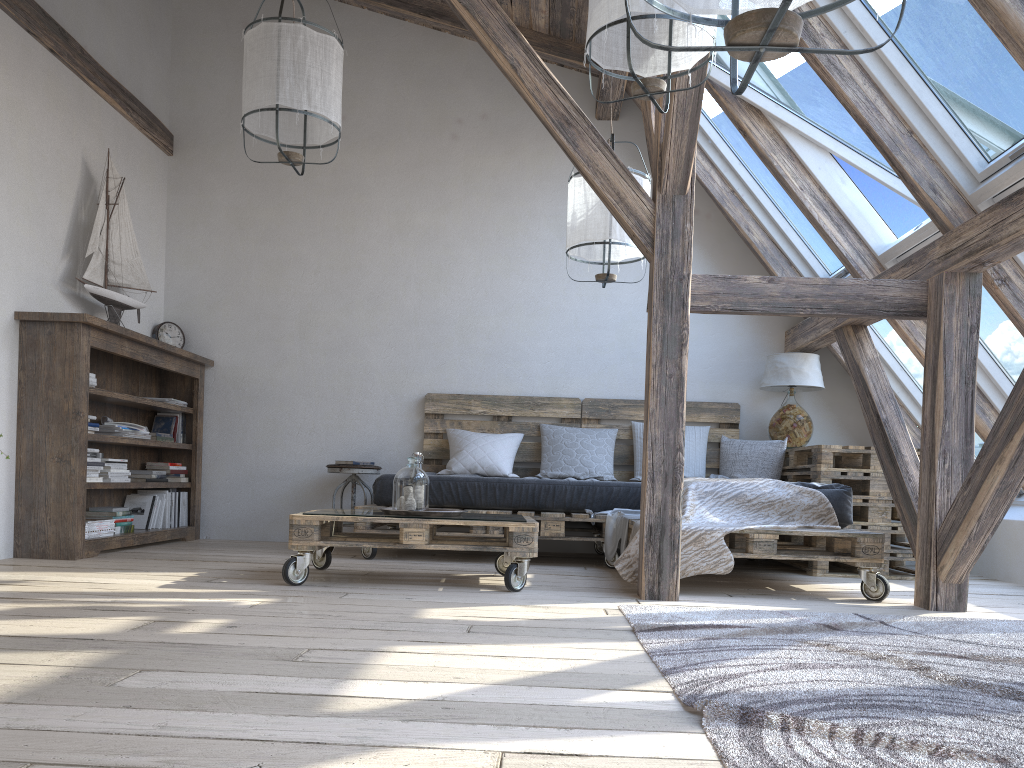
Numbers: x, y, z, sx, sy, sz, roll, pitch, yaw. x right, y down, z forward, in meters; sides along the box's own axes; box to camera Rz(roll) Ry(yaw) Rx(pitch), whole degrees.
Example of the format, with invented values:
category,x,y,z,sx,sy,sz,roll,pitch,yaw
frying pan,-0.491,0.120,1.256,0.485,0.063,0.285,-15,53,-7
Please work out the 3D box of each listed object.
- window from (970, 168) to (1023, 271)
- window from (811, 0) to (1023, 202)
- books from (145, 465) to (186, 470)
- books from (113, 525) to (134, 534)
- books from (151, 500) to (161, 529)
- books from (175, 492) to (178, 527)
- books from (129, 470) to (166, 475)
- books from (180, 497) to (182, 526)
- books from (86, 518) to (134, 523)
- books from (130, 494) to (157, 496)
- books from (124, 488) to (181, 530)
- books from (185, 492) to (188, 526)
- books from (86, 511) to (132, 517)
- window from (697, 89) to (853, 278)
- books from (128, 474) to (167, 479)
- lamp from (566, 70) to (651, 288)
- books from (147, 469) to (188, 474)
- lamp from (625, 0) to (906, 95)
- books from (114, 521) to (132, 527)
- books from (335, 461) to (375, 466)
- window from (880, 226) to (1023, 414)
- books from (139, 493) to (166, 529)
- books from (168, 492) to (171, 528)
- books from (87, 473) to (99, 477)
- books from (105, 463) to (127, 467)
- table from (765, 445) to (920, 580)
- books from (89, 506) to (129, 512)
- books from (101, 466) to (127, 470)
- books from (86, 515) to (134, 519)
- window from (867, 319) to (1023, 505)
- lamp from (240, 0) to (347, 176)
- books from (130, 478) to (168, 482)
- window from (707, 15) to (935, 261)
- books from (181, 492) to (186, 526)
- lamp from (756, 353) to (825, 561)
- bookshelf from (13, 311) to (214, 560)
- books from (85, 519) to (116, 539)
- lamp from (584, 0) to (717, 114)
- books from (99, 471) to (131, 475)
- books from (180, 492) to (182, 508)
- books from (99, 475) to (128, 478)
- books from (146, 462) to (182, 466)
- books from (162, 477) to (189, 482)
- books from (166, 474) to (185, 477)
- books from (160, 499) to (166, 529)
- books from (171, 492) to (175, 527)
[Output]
category,x,y,z,sx,sy,sz,roll,pitch,yaw
window,2.314,-0.191,3.028,1.096,1.275,0.857,2,-1,2
window,1.360,-1.411,3.040,1.096,1.275,0.857,2,-1,2
books,-2.178,0.527,5.542,0.157,0.021,0.220,1,-6,6
books,-2.218,0.799,4.849,0.173,0.038,0.224,2,-6,2
books,-2.185,0.777,5.259,0.139,0.175,0.094,2,-1,2
books,-2.171,0.784,5.502,0.157,0.220,0.017,2,1,2
books,-2.196,0.532,5.292,0.152,0.024,0.229,2,-6,-2
books,-2.170,0.810,5.585,0.139,0.185,0.018,2,1,2
books,-2.215,0.749,4.850,0.157,0.021,0.226,2,-6,2
books,-2.218,0.760,5.248,0.157,0.205,0.107,2,-1,2
books,-2.202,0.755,5.371,0.201,0.248,0.413,2,-4,2
books,-2.166,0.801,5.657,0.157,0.220,0.036,2,1,2
books,-2.228,0.713,4.858,0.174,0.025,0.222,2,-6,-3
window,1.417,-1.206,4.879,1.096,1.275,0.857,2,-1,2
books,-2.197,0.554,5.289,0.159,0.023,0.212,2,-6,2
lamp,0.490,-1.261,4.357,0.399,1.515,0.408,2,1,43
books,-2.173,0.552,5.551,0.161,0.026,0.204,1,-6,10
lamp,0.387,-1.418,1.236,0.399,1.893,0.408,3,1,43
books,-2.216,0.769,4.850,0.158,0.021,0.226,2,-6,-2
books,-0.988,0.497,5.532,0.150,0.021,0.206,-2,-7,31
window,2.343,-0.088,3.948,1.096,1.275,0.857,2,-1,2
books,-2.183,0.763,5.293,0.157,0.212,0.090,2,0,2
books,-2.174,0.771,5.390,0.157,0.220,0.017,2,1,2
books,-2.216,0.457,4.437,0.157,0.021,0.220,2,-6,2
books,-2.218,0.436,4.766,0.157,0.017,0.221,1,-6,7
table,1.962,0.738,5.155,0.674,0.700,1.022,2,-4,2
books,-2.224,0.691,4.864,0.132,0.021,0.200,2,-6,1
books,-2.192,0.452,4.757,0.139,0.018,0.186,2,-6,2
books,-2.228,0.732,4.859,0.173,0.013,0.231,1,-6,5
window,2.371,0.015,4.867,1.096,1.275,0.857,2,-1,2
lamp,-0.903,-1.453,3.647,0.406,1.082,0.401,2,0,43
books,-2.196,0.577,5.282,0.152,0.024,0.229,1,-6,11
window,1.435,-1.307,3.958,1.350,1.275,0.857,2,-1,2
books,-2.169,0.798,5.628,0.158,0.219,0.021,2,1,2
lamp,1.671,0.492,5.668,0.390,1.282,0.824,2,-1,-12
bookshelf,-2.172,0.339,4.970,0.348,1.170,1.632,2,-4,2
books,-2.215,0.737,4.510,0.238,0.088,0.318,2,-6,2
lamp,0.444,-1.545,2.725,0.408,1.303,0.399,2,0,-22
books,-2.196,0.483,4.764,0.157,0.017,0.221,1,-6,7
books,-2.187,0.795,5.606,0.158,0.219,0.021,2,1,2
books,-2.199,0.498,4.747,0.157,0.017,0.220,2,-6,2
books,-2.198,0.507,5.560,0.143,0.019,0.203,2,-6,2
books,-2.174,0.601,5.547,0.219,0.030,0.162,3,-6,-5
books,-2.179,0.574,5.540,0.205,0.021,0.150,3,-6,-9
books,-2.178,0.782,5.328,0.139,0.183,0.065,2,0,2
books,-2.178,0.779,5.462,0.158,0.219,0.021,2,1,2
